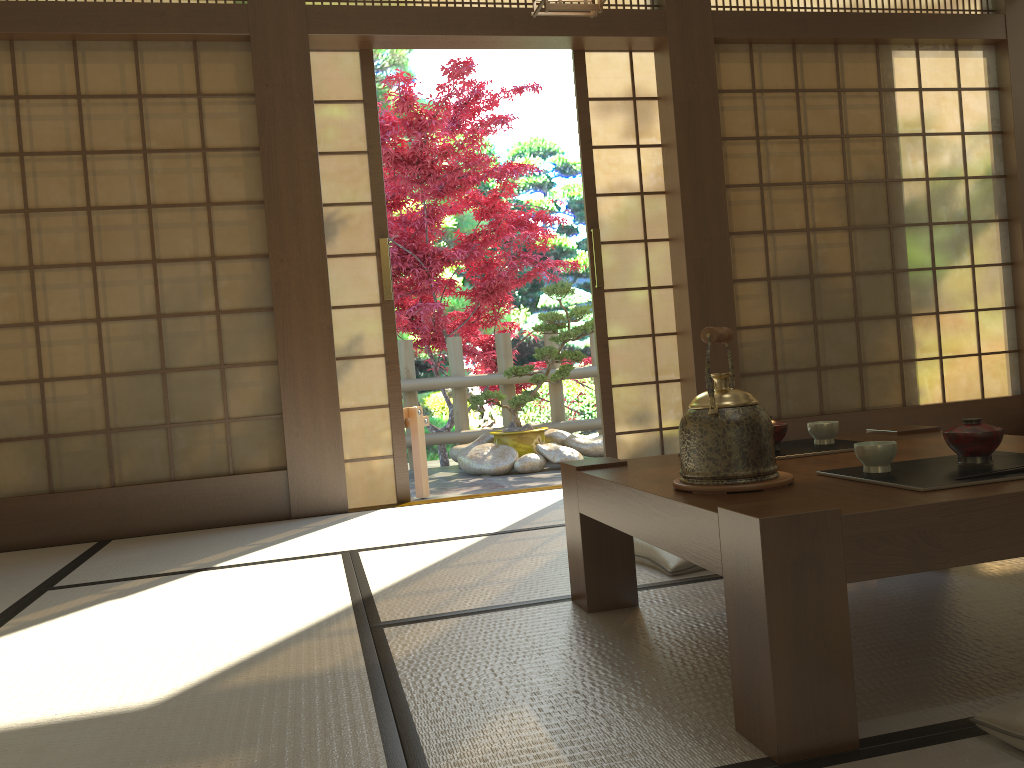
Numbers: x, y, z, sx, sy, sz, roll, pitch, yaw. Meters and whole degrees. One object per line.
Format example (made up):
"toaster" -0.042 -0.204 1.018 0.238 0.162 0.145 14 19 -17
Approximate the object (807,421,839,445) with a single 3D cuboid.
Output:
"object" 0.763 0.120 2.171 0.074 0.052 0.073 -4 1 30

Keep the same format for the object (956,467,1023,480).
"object" 0.825 0.145 1.480 0.200 0.008 0.008 -5 1 -15

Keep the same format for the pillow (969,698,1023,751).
"pillow" 0.945 0.456 1.094 0.486 0.107 0.496 -5 1 -9

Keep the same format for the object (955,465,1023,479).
"object" 0.825 0.145 1.493 0.200 0.008 0.008 -5 1 -19

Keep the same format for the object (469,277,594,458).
"object" 0.201 -0.086 6.566 1.032 1.362 0.586 -5 1 13

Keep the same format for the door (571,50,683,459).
"door" 1.329 -0.684 4.808 1.894 2.380 0.073 -5 1 -13

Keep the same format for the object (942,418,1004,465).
"object" 0.841 0.103 1.617 0.100 0.080 0.100 -5 1 -13

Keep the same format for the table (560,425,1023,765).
"table" 0.733 0.325 1.847 1.000 0.350 1.000 -5 1 -13

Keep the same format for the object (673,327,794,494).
"object" 0.398 0.041 1.654 0.219 0.296 0.226 -5 1 -18

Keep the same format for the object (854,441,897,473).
"object" 0.668 0.134 1.628 0.074 0.052 0.073 -4 1 30

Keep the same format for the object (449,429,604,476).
"object" 0.195 0.469 6.548 1.260 0.276 1.147 -5 1 -17

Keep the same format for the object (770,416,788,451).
"object" 0.603 0.117 2.102 0.100 0.080 0.100 -5 1 -13

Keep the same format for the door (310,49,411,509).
"door" -1.507 -0.442 4.146 1.894 2.380 0.073 -5 1 -13

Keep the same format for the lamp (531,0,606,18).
"lamp" 0.162 -1.818 2.984 0.240 1.129 0.240 -5 1 -13

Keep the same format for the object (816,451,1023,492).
"object" 0.809 0.153 1.596 0.400 0.007 0.300 -5 1 -13

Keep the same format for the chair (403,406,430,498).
"chair" -0.957 0.402 5.166 0.698 0.598 0.704 -4 1 33

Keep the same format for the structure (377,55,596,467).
"structure" -1.042 -1.183 7.788 3.412 4.004 3.045 -4 1 19

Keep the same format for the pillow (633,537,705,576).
"pillow" 0.573 0.467 2.690 0.496 0.107 0.486 -5 1 -20

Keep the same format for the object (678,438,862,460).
"object" 0.647 0.159 2.141 0.400 0.007 0.300 -5 1 -13

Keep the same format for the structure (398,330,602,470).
"structure" 0.031 0.132 7.176 7.456 1.136 0.245 -5 1 -13
